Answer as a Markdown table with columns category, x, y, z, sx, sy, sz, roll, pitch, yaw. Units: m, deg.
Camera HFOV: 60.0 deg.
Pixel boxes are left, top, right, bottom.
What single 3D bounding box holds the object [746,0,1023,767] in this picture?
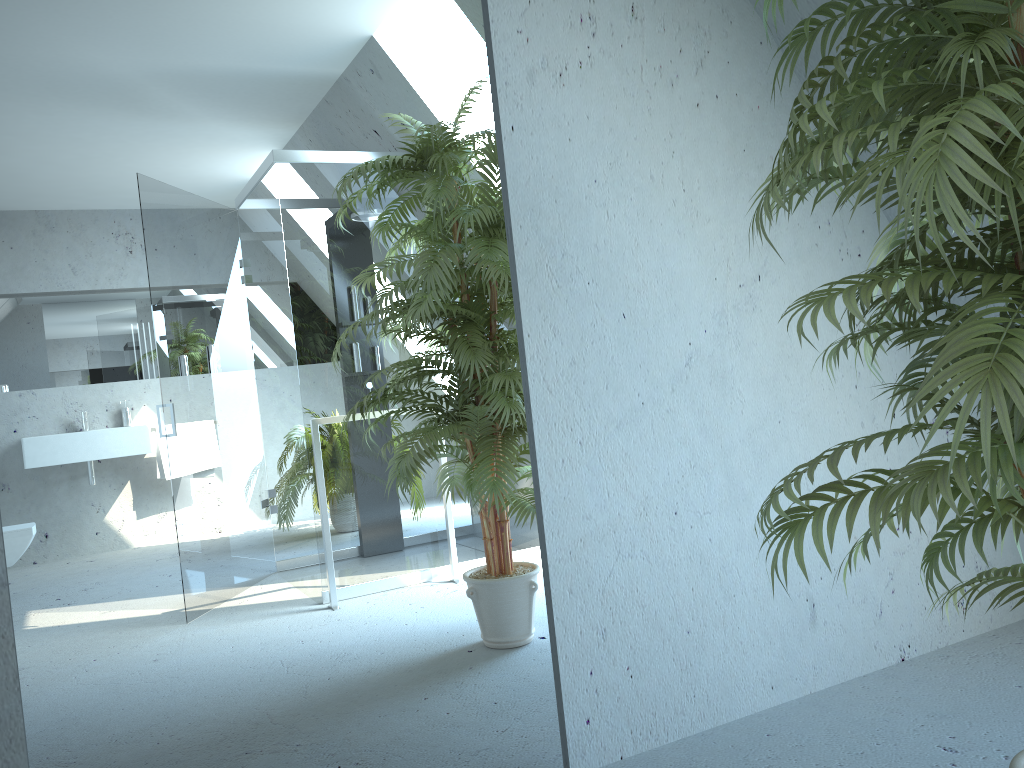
| category | x | y | z | sx | sy | sz | roll | pitch | yaw |
| --- | --- | --- | --- | --- | --- | --- | --- | --- | --- |
| object | 0.841 | -0.163 | 1.331 | 0.980 | 2.034 | 1.020 | -6 | 1 | 22 |
